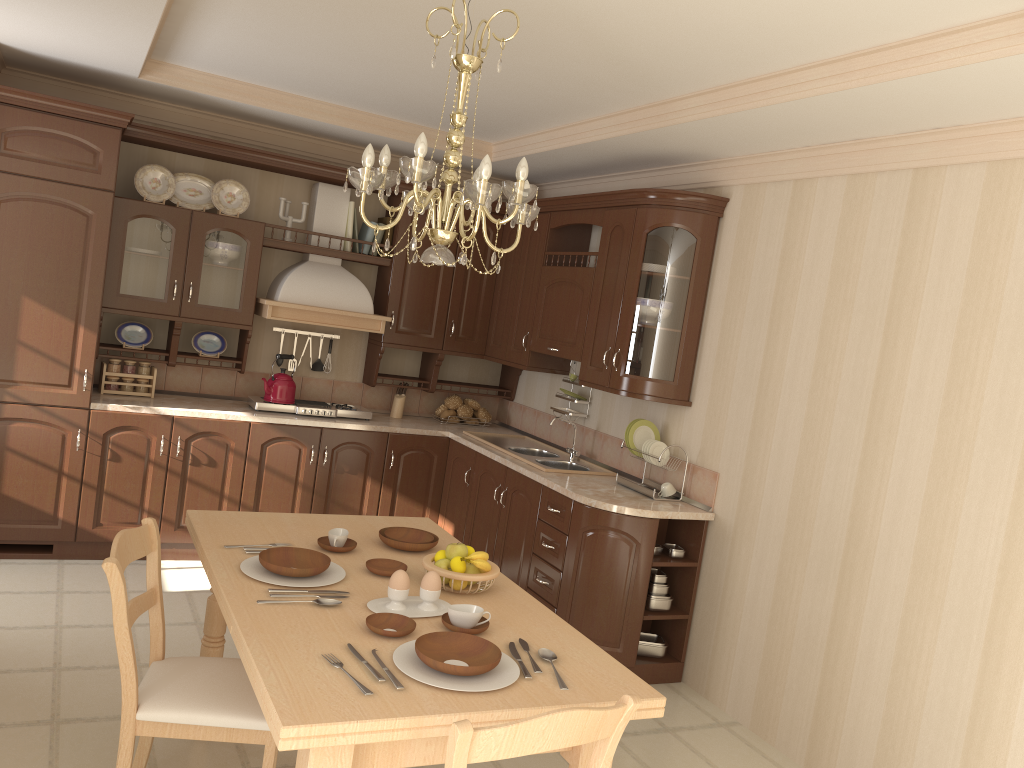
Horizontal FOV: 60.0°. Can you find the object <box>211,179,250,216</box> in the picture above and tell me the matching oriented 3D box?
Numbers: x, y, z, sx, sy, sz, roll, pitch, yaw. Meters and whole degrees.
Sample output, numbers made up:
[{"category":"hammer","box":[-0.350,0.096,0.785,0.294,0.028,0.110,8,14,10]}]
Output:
[{"category":"object","box":[-1.619,-1.075,5.104,0.220,0.210,0.068,6,5,-29]}]

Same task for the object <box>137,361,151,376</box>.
[{"category":"object","box":[-2.093,-0.089,5.047,0.068,0.088,0.068,8,4,-11]}]

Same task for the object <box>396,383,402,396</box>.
[{"category":"object","box":[-0.751,0.088,5.785,0.053,0.198,0.027,4,6,-43]}]

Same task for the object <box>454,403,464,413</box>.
[{"category":"object","box":[-0.367,0.163,5.975,0.110,0.092,0.113,11,5,25]}]

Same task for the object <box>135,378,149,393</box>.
[{"category":"object","box":[-2.108,0.010,5.055,0.068,0.088,0.068,8,4,-11]}]

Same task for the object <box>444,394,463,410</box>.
[{"category":"object","box":[-0.389,0.122,5.899,0.118,0.105,0.100,6,5,-32]}]

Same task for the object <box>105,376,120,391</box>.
[{"category":"object","box":[-2.241,-0.004,4.974,0.068,0.088,0.068,8,4,-11]}]

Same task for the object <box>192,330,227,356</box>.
[{"category":"object","box":[-1.779,-0.240,5.217,0.202,0.143,0.071,6,5,-29]}]

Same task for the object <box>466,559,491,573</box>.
[{"category":"object","box":[-0.094,0.549,2.628,0.064,0.094,0.176,9,4,10]}]

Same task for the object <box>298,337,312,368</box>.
[{"category":"object","box":[-1.293,-0.200,5.581,0.089,0.195,0.005,6,5,-27]}]

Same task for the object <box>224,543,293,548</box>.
[{"category":"object","box":[-0.789,0.504,2.764,0.218,0.004,0.028,5,6,-37]}]

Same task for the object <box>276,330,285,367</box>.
[{"category":"object","box":[-1.433,-0.221,5.506,0.048,0.231,0.015,6,5,-26]}]

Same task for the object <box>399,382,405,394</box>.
[{"category":"object","box":[-0.737,0.078,5.812,0.027,0.191,0.052,10,5,18]}]

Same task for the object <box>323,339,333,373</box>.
[{"category":"object","box":[-1.164,-0.176,5.648,0.049,0.219,0.049,12,6,40]}]

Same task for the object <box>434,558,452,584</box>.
[{"category":"object","box":[-0.202,0.556,2.630,0.072,0.076,0.074,12,6,38]}]

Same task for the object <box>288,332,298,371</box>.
[{"category":"object","box":[-1.362,-0.201,5.547,0.051,0.245,0.003,6,5,-27]}]

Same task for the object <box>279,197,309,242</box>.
[{"category":"object","box":[-1.340,-0.975,5.291,0.174,0.248,0.163,11,5,25]}]

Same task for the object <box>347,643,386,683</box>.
[{"category":"object","box":[-0.335,0.629,2.009,0.018,0.008,0.212,6,5,-32]}]

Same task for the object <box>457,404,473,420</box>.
[{"category":"object","box":[-0.313,0.186,5.893,0.110,0.102,0.115,9,4,2]}]

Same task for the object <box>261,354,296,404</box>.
[{"category":"object","box":[-1.352,-0.035,5.203,0.181,0.282,0.227,8,4,-4]}]

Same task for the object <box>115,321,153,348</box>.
[{"category":"object","box":[-2.144,-0.281,5.033,0.202,0.143,0.071,6,5,-29]}]

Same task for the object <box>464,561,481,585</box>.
[{"category":"object","box":[-0.130,0.566,2.648,0.076,0.065,0.077,12,6,39]}]

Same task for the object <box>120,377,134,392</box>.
[{"category":"object","box":[-2.175,0.003,5.014,0.068,0.088,0.068,8,4,-11]}]

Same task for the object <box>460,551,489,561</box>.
[{"category":"object","box":[-0.104,0.529,2.642,0.066,0.085,0.184,9,4,11]}]

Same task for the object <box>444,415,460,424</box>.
[{"category":"object","box":[-0.399,0.230,5.906,0.119,0.058,0.114,11,5,28]}]

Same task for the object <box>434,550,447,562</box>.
[{"category":"object","box":[-0.212,0.526,2.683,0.045,0.047,0.055,9,4,5]}]

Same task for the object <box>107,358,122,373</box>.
[{"category":"object","box":[-2.226,-0.103,4.966,0.068,0.088,0.068,8,4,-11]}]

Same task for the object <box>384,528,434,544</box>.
[{"category":"object","box":[-0.350,0.528,3.002,0.168,0.034,0.168,7,5,-16]}]

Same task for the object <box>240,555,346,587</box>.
[{"category":"object","box":[-0.632,0.540,2.565,0.299,0.009,0.299,6,5,-29]}]

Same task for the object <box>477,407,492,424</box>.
[{"category":"object","box":[-0.187,0.212,5.958,0.097,0.106,0.117,10,5,18]}]

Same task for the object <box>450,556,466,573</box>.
[{"category":"object","box":[-0.158,0.532,2.601,0.045,0.053,0.051,5,6,-39]}]

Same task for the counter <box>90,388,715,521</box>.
[{"category":"counter","box":[-0.744,0.326,4.607,2.603,0.034,2.422,6,5,-27]}]

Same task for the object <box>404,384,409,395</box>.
[{"category":"object","box":[-0.708,0.076,5.827,0.022,0.159,0.050,11,5,32]}]

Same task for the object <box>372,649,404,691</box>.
[{"category":"object","box":[-0.283,0.638,1.994,0.022,0.008,0.218,7,5,-25]}]

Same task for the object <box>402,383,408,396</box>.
[{"category":"object","box":[-0.714,0.088,5.790,0.053,0.198,0.027,4,6,-43]}]

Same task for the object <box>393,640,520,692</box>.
[{"category":"object","box":[-0.130,0.654,2.070,0.299,0.009,0.299,13,6,42]}]

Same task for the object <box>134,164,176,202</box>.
[{"category":"object","box":[-1.979,-1.115,4.920,0.220,0.210,0.068,6,5,-29]}]

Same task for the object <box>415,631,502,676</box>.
[{"category":"object","box":[-0.128,0.636,2.068,0.204,0.042,0.204,11,5,33]}]

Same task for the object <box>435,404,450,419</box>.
[{"category":"object","box":[-0.462,0.182,5.922,0.092,0.109,0.123,11,5,30]}]

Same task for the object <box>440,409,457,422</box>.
[{"category":"object","box":[-0.422,0.210,5.867,0.104,0.092,0.114,10,5,20]}]

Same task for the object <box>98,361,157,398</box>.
[{"category":"object","box":[-2.173,-0.025,5.012,0.276,0.170,0.140,6,5,-31]}]

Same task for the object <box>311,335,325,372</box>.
[{"category":"object","box":[-1.222,-0.195,5.631,0.088,0.236,0.028,6,5,-27]}]

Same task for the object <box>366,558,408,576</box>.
[{"category":"object","box":[-0.381,0.560,2.685,0.127,0.026,0.126,11,5,28]}]

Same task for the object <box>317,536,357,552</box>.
[{"category":"object","box":[-0.563,0.520,2.852,0.126,0.026,0.127,9,4,0]}]

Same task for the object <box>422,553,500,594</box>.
[{"category":"object","box":[-0.156,0.572,2.659,0.235,0.068,0.235,10,5,20]}]

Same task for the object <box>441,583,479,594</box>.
[{"category":"object","box":[-0.161,0.603,2.662,0.128,0.011,0.128,10,5,14]}]

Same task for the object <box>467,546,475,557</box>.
[{"category":"object","box":[-0.139,0.516,2.707,0.054,0.046,0.047,10,5,14]}]

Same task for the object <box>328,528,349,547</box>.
[{"category":"object","box":[-0.560,0.504,2.844,0.063,0.055,0.119,9,4,2]}]

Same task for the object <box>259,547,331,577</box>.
[{"category":"object","box":[-0.629,0.522,2.564,0.204,0.042,0.204,6,5,-27]}]

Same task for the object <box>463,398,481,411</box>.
[{"category":"object","box":[-0.272,0.136,5.977,0.112,0.078,0.125,6,5,-33]}]

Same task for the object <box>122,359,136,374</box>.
[{"category":"object","box":[-2.160,-0.096,5.007,0.068,0.088,0.068,8,4,-11]}]

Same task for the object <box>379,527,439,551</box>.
[{"category":"object","box":[-0.352,0.532,3.004,0.204,0.042,0.204,10,5,12]}]

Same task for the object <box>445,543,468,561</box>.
[{"category":"object","box":[-0.166,0.508,2.661,0.068,0.061,0.069,8,4,-11]}]

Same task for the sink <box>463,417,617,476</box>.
[{"category":"sink","box":[0.139,0.334,5.123,0.448,0.348,1.077,6,5,-27]}]

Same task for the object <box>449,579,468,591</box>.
[{"category":"object","box":[-0.158,0.581,2.595,0.055,0.046,0.046,9,4,6]}]

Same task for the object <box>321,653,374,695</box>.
[{"category":"object","box":[-0.361,0.633,1.939,0.028,0.004,0.218,5,6,-37]}]

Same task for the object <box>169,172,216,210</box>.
[{"category":"object","box":[-1.824,-1.101,5.063,0.342,0.209,0.073,6,5,-26]}]

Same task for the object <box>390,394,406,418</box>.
[{"category":"object","box":[-0.738,0.142,5.794,0.078,0.148,0.151,9,4,10]}]
